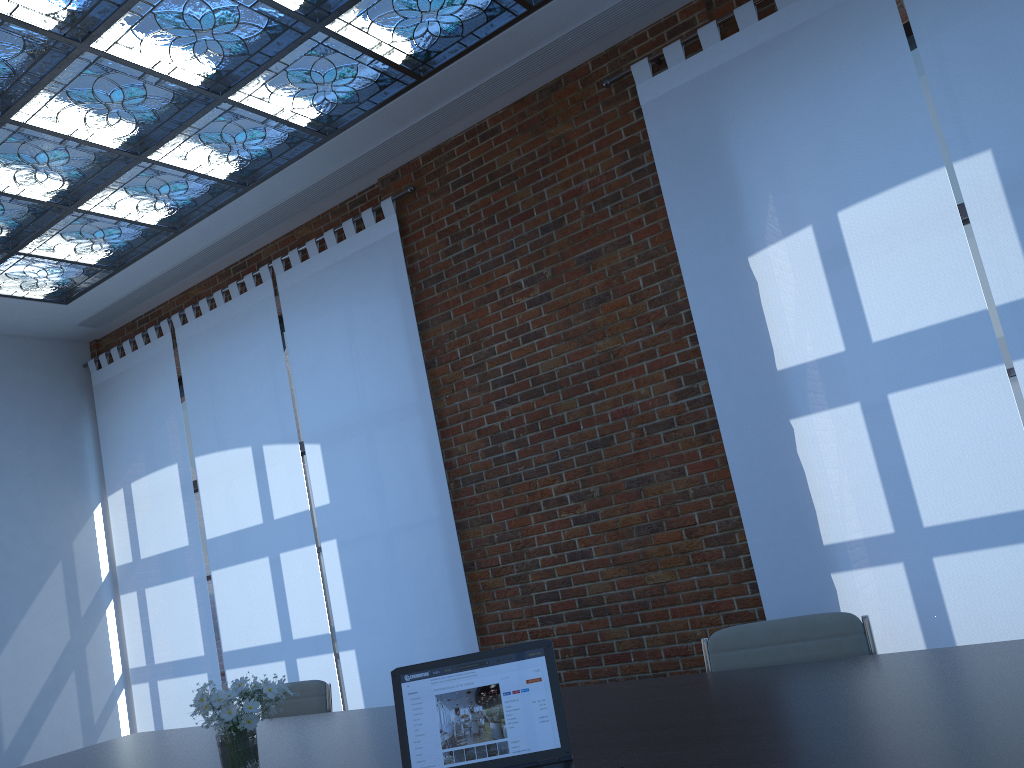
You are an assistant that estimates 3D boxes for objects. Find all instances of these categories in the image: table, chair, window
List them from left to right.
[{"bbox_3d":[-1.185,1.918,4.094,0.563,0.917,0.706,-19,-12,37],"label":"chair"},{"bbox_3d":[-0.654,1.572,2.652,4.529,0.805,1.811,-19,-13,33],"label":"table"},{"bbox_3d":[0.755,0.402,5.420,9.676,3.585,0.160,-19,-12,33],"label":"window"},{"bbox_3d":[0.820,1.197,2.585,0.563,0.917,0.707,-17,-11,28],"label":"chair"}]

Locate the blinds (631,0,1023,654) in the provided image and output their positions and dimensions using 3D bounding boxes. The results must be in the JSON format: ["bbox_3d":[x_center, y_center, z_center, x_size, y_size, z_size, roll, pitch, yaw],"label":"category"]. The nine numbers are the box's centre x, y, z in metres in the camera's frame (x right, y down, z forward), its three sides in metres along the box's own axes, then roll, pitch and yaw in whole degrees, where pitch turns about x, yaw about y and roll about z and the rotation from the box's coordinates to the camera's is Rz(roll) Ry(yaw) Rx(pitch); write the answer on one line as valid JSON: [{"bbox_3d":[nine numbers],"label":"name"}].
[{"bbox_3d":[1.550,-0.121,4.203,1.322,3.733,0.039,-18,-11,33],"label":"blinds"}]

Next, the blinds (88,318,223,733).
[{"bbox_3d":[-2.924,1.431,7.298,1.226,3.733,0.039,-18,-11,33],"label":"blinds"}]

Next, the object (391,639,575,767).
[{"bbox_3d":[-0.094,0.739,1.896,0.390,0.281,0.324,-13,-10,7],"label":"object"}]

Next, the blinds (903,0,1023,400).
[{"bbox_3d":[2.617,-0.492,3.464,1.326,3.733,0.039,-18,-11,33],"label":"blinds"}]

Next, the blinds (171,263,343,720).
[{"bbox_3d":[-1.909,1.079,6.596,1.226,3.733,0.039,-18,-11,33],"label":"blinds"}]

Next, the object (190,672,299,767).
[{"bbox_3d":[-0.852,1.056,2.759,0.329,0.307,0.338,-1,-15,-45],"label":"object"}]

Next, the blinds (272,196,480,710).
[{"bbox_3d":[-0.901,0.729,5.899,1.226,3.733,0.039,-18,-11,33],"label":"blinds"}]
